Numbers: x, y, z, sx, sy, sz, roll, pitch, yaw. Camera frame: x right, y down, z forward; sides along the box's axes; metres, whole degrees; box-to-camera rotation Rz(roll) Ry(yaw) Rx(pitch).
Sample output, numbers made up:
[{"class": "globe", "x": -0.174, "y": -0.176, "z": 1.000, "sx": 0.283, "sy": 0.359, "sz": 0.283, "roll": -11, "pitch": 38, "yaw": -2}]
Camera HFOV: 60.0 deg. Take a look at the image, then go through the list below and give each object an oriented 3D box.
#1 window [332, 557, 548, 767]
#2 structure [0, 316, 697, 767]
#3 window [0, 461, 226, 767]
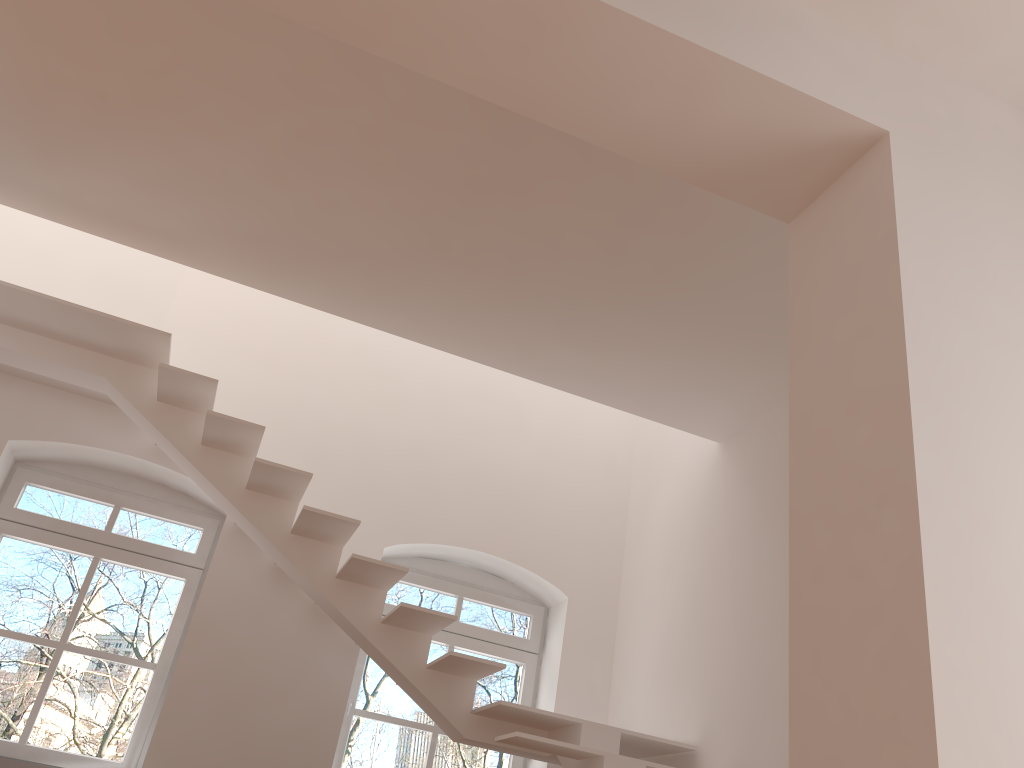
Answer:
[{"class": "window", "x": -0.458, "y": 2.019, "z": 5.777, "sx": 1.308, "sy": 1.737, "sz": 0.142, "roll": 18, "pitch": -31, "yaw": -14}, {"class": "structure", "x": -0.961, "y": 1.060, "z": 3.564, "sx": 4.630, "sy": 3.042, "sz": 3.450, "roll": 18, "pitch": -31, "yaw": -14}, {"class": "window", "x": -2.573, "y": 1.322, "z": 5.231, "sx": 1.308, "sy": 1.737, "sz": 0.142, "roll": 18, "pitch": -31, "yaw": -14}]
